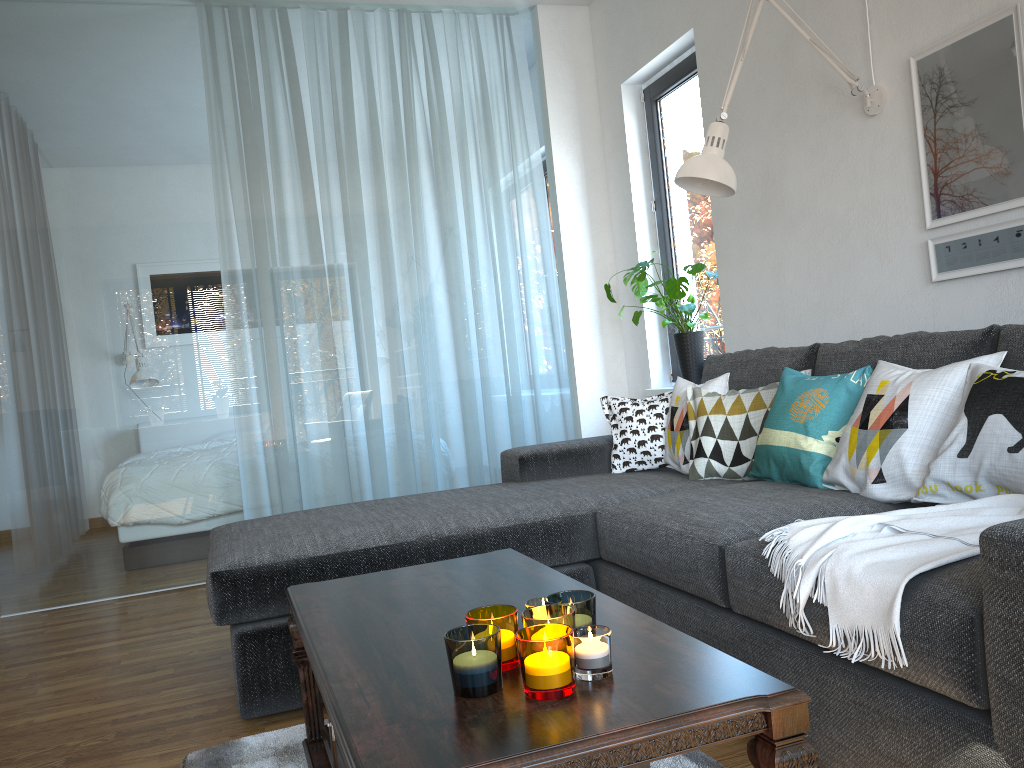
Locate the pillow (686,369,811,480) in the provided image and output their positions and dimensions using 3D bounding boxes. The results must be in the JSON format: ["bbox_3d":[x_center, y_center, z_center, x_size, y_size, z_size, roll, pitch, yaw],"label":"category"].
[{"bbox_3d":[0.789,0.149,2.911,0.454,0.363,0.242,-5,1,38],"label":"pillow"}]

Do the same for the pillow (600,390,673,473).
[{"bbox_3d":[0.493,0.184,3.291,0.334,0.320,0.160,-6,1,17],"label":"pillow"}]

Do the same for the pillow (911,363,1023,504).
[{"bbox_3d":[1.099,0.113,1.935,0.265,0.318,0.382,-6,1,-18],"label":"pillow"}]

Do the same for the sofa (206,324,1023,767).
[{"bbox_3d":[0.345,0.366,2.254,2.162,0.848,2.509,-6,1,-18],"label":"sofa"}]

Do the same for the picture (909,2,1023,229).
[{"bbox_3d":[1.318,-0.747,2.550,0.013,0.534,0.390,-7,1,-18],"label":"picture"}]

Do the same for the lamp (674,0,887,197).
[{"bbox_3d":[0.840,-0.961,2.894,0.698,0.670,0.200,-6,1,-9],"label":"lamp"}]

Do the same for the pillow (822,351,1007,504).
[{"bbox_3d":[0.997,0.124,2.264,0.285,0.368,0.436,-6,1,-18],"label":"pillow"}]

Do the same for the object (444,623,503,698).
[{"bbox_3d":[-0.051,0.383,1.228,0.079,0.081,0.079,-7,1,-23],"label":"object"}]

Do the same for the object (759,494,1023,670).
[{"bbox_3d":[0.780,0.338,1.746,0.605,0.212,0.488,-6,1,-22],"label":"object"}]

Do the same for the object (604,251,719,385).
[{"bbox_3d":[0.731,-0.311,4.199,0.447,0.675,0.657,-7,1,-28],"label":"object"}]

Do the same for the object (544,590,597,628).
[{"bbox_3d":[0.093,0.366,1.360,0.079,0.081,0.079,-7,1,-23],"label":"object"}]

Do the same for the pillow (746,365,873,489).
[{"bbox_3d":[0.882,0.117,2.596,0.272,0.340,0.414,-6,1,-19],"label":"pillow"}]

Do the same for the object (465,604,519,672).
[{"bbox_3d":[-0.027,0.379,1.321,0.079,0.081,0.079,-7,1,-23],"label":"object"}]

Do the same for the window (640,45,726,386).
[{"bbox_3d":[11.496,0.183,13.346,24.367,18.378,13.976,-6,1,-12],"label":"window"}]

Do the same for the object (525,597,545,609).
[{"bbox_3d":[0.054,0.380,1.426,0.060,0.061,0.060,-6,1,-13],"label":"object"}]

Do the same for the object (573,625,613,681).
[{"bbox_3d":[0.112,0.376,1.240,0.060,0.061,0.060,-6,1,-13],"label":"object"}]

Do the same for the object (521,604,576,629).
[{"bbox_3d":[0.056,0.371,1.291,0.079,0.081,0.079,-7,1,-23],"label":"object"}]

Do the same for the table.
[{"bbox_3d":[-0.054,0.626,1.580,0.570,0.409,1.180,-6,1,-18],"label":"table"}]

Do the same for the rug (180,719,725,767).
[{"bbox_3d":[-0.019,0.830,1.499,1.051,0.034,1.813,-6,1,-19],"label":"rug"}]

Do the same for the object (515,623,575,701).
[{"bbox_3d":[0.047,0.373,1.192,0.079,0.081,0.079,-7,1,-23],"label":"object"}]

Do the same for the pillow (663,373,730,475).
[{"bbox_3d":[0.645,0.142,3.111,0.173,0.344,0.360,-7,1,-19],"label":"pillow"}]

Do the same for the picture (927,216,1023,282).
[{"bbox_3d":[1.431,-0.393,2.346,0.021,0.136,0.837,-7,1,-18],"label":"picture"}]
